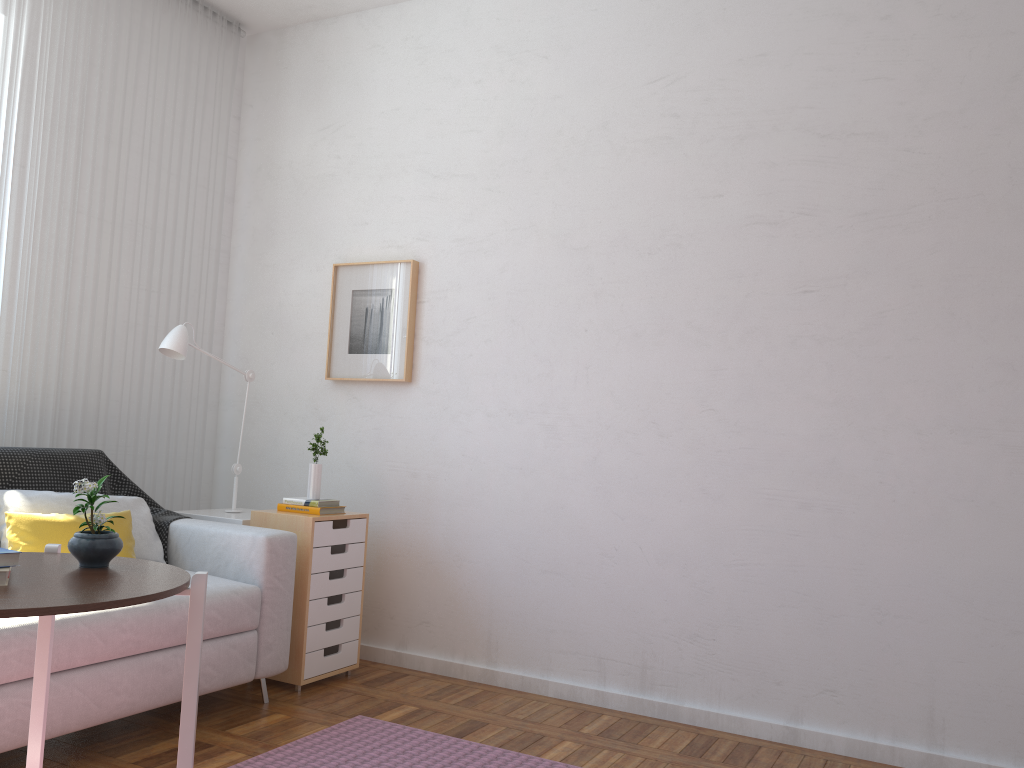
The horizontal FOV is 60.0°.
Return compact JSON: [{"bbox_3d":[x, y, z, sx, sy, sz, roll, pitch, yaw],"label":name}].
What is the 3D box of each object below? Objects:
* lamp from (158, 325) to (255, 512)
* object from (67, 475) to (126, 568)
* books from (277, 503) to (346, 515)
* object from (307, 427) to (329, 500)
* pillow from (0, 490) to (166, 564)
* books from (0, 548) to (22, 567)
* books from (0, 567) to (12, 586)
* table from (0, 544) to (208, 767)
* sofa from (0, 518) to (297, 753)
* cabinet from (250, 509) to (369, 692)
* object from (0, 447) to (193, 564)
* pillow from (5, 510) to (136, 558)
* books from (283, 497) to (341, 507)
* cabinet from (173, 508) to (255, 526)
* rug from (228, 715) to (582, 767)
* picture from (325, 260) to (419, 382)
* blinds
[{"bbox_3d":[-1.180,0.312,1.525,0.332,1.345,4.596,3,-4,-3],"label":"lamp"},{"bbox_3d":[-0.787,0.258,1.677,0.096,0.174,0.109,3,-3,6],"label":"object"},{"bbox_3d":[-0.788,0.490,3.491,0.210,0.028,0.164,1,-5,27],"label":"books"},{"bbox_3d":[-0.765,0.309,3.487,0.085,0.287,0.082,1,-4,34],"label":"object"},{"bbox_3d":[-1.463,0.499,3.031,0.301,0.259,0.532,0,-5,41],"label":"pillow"},{"bbox_3d":[-0.928,0.284,1.469,0.174,0.024,0.136,1,-5,32],"label":"books"},{"bbox_3d":[-0.936,0.310,1.491,0.162,0.026,0.209,5,-5,-27],"label":"books"},{"bbox_3d":[-0.898,0.657,1.505,0.617,0.687,0.618,2,-4,26],"label":"table"},{"bbox_3d":[-1.754,0.586,2.303,1.003,0.842,2.465,1,-4,27],"label":"sofa"},{"bbox_3d":[-0.808,0.825,3.475,0.301,0.642,0.349,2,-4,27],"label":"cabinet"},{"bbox_3d":[-1.554,0.557,3.188,0.677,0.647,0.979,4,-4,-3],"label":"object"},{"bbox_3d":[-1.397,0.505,2.830,0.211,0.194,0.402,0,-5,45],"label":"pillow"},{"bbox_3d":[-0.787,0.464,3.486,0.175,0.024,0.136,1,-5,27],"label":"books"},{"bbox_3d":[-1.154,0.843,3.711,0.400,0.599,0.400,2,-4,27],"label":"cabinet"},{"bbox_3d":[-0.028,1.040,1.378,2.365,0.008,2.460,1,-5,27],"label":"rug"},{"bbox_3d":[-0.619,-0.274,3.900,0.431,0.523,0.050,2,-4,27],"label":"picture"},{"bbox_3d":[-1.691,-0.348,3.624,0.055,2.884,1.294,2,-4,27],"label":"blinds"}]
